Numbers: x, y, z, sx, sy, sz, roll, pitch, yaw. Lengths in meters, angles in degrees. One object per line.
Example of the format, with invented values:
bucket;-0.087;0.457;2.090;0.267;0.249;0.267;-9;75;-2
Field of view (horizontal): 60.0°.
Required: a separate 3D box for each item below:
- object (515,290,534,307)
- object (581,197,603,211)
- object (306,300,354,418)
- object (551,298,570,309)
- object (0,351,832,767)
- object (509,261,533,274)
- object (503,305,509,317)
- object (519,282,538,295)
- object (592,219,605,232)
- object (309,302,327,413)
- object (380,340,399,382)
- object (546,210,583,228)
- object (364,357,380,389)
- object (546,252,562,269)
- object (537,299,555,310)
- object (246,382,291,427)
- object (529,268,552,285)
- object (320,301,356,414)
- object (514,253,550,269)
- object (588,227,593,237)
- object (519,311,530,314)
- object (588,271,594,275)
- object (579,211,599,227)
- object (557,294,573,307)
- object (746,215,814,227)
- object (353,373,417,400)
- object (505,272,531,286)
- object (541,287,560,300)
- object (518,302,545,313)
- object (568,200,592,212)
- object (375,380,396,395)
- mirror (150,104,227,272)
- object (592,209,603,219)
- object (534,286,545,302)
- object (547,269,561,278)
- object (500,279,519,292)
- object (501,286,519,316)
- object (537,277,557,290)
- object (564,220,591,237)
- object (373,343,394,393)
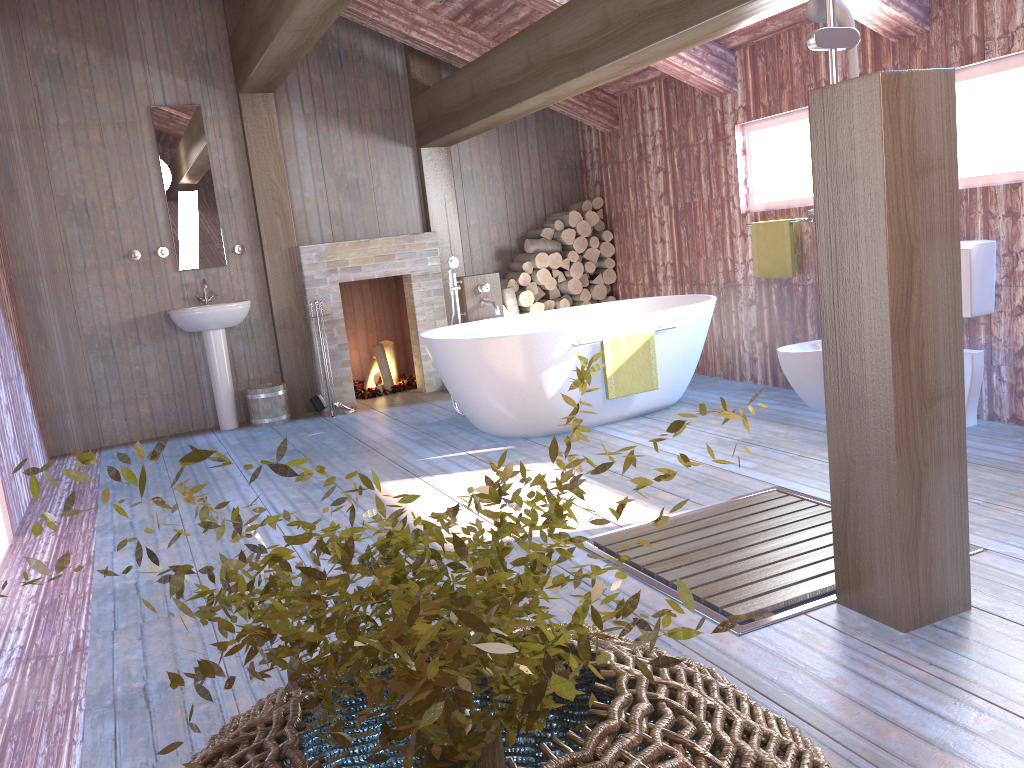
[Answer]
object;0.034;-0.731;7.507;0.138;0.147;0.440;-10;10;-22
object;0.685;-1.565;7.749;0.112;0.113;0.271;-10;10;-23
object;-1.474;-0.200;6.819;0.276;0.888;0.333;-3;10;19
object;0.348;-0.691;7.651;0.098;0.100;0.437;-11;10;-25
object;-0.026;0.527;0.876;0.972;1.073;0.970;-15;12;-42
object;0.081;-0.986;7.508;0.106;0.112;0.282;-10;10;-22
object;-0.191;-0.609;7.430;0.139;0.137;0.455;-11;10;-25
object;0.104;-0.811;7.540;0.111;0.113;0.301;-11;10;-24
object;0.702;-1.386;7.776;0.107;0.115;0.269;-10;10;-22
object;-1.518;-0.193;6.743;0.136;0.846;0.062;-15;12;-41
object;-1.091;-0.159;7.872;0.140;0.459;0.266;-7;9;-5
object;0.446;-1.411;7.638;0.135;0.139;0.456;-10;10;-22
object;-1.208;-0.085;7.759;0.221;0.306;0.121;-6;9;4
object;0.271;-1.054;7.581;0.138;0.147;0.440;-10;10;-22
object;0.254;-0.671;7.616;0.114;0.120;0.303;-10;10;-22
object;-1.858;0.155;6.770;0.309;0.290;0.308;-9;9;-13
object;0.172;-0.911;7.546;0.141;0.143;0.437;-11;10;-25
object;-1.379;-0.204;6.790;0.206;0.871;0.126;-3;10;20
object;0.165;-1.048;7.534;0.135;0.145;0.439;-10;10;-22
object;0.584;-1.320;7.802;0.132;0.119;0.319;-10;10;-21
object;0.017;-0.528;7.549;0.155;0.174;0.483;-11;10;-24
object;0.652;-0.984;7.745;0.067;0.069;0.177;-10;10;-23
object;0.591;-1.423;7.705;0.133;0.142;0.456;-10;10;-22
object;0.408;-0.730;7.784;0.116;0.118;0.289;-11;10;-25
object;1.674;-1.024;5.621;0.091;0.043;0.581;-10;10;-22
object;-1.199;0.008;7.943;0.829;0.085;0.935;-14;12;-40
object;0.048;-0.887;7.488;0.115;0.123;0.291;-10;10;-22
object;0.302;-0.797;7.729;0.104;0.127;0.321;-10;10;-22
object;0.120;-0.640;7.573;0.139;0.148;0.458;-10;10;-22
object;0.592;-1.524;7.710;0.104;0.121;0.270;-10;10;-22
object;-1.089;0.028;7.653;0.085;0.084;0.278;-3;10;23
mirror;-2.400;-1.457;6.602;0.350;1.199;0.009;-10;10;-23
object;0.692;-1.483;7.778;0.081;0.100;0.281;-10;10;-23
object;0.166;-0.786;7.666;0.128;0.150;0.323;-10;10;-23
object;0.324;-0.952;7.611;0.088;0.092;0.280;-10;10;-22
object;-0.060;-0.830;7.499;0.114;0.113;0.301;-11;10;-25
object;-0.010;-0.650;7.308;0.147;0.298;0.109;-10;10;-20
object;0.268;-0.864;7.593;0.115;0.123;0.291;-10;10;-22
object;0.510;-1.328;7.657;0.141;0.143;0.437;-11;10;-25
object;-1.097;-0.132;7.621;0.098;0.434;0.283;-11;10;-25
